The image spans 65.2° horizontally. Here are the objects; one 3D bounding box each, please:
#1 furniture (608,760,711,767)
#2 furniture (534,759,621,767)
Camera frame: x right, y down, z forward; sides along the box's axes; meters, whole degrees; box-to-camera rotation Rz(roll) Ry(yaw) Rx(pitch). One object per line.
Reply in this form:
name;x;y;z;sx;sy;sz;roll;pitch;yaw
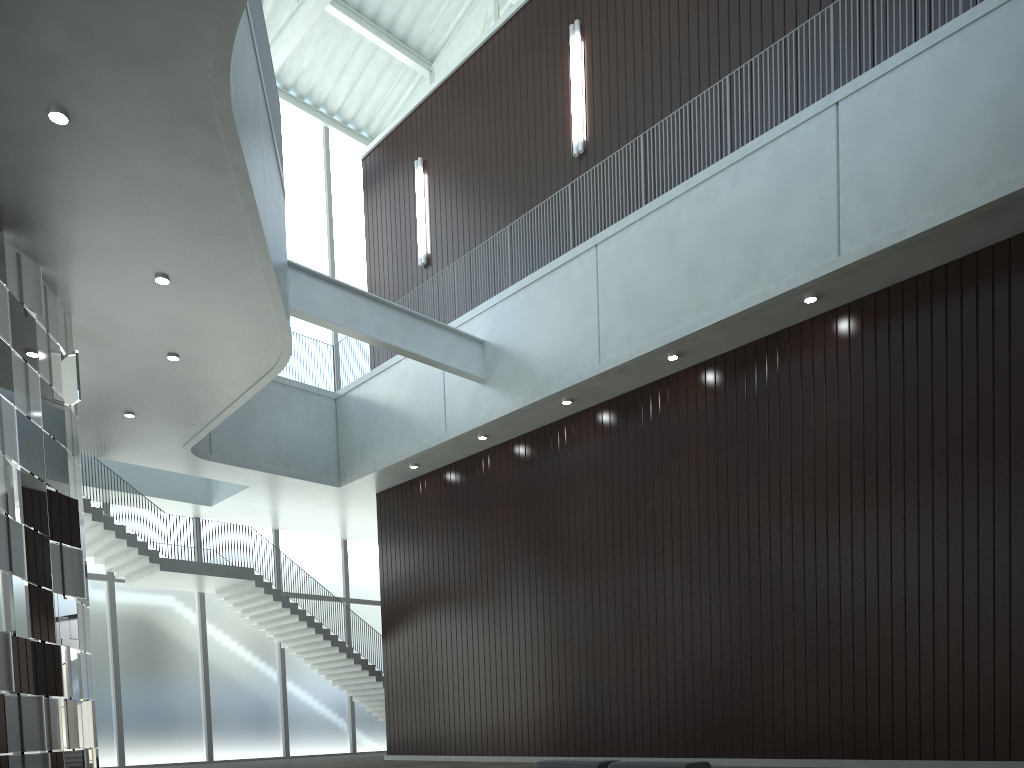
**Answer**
furniture;6.253;16.602;34.153;2.185;1.029;4.209;14;-26;-40
furniture;3.118;18.091;37.418;2.185;1.029;4.209;14;-26;-40
